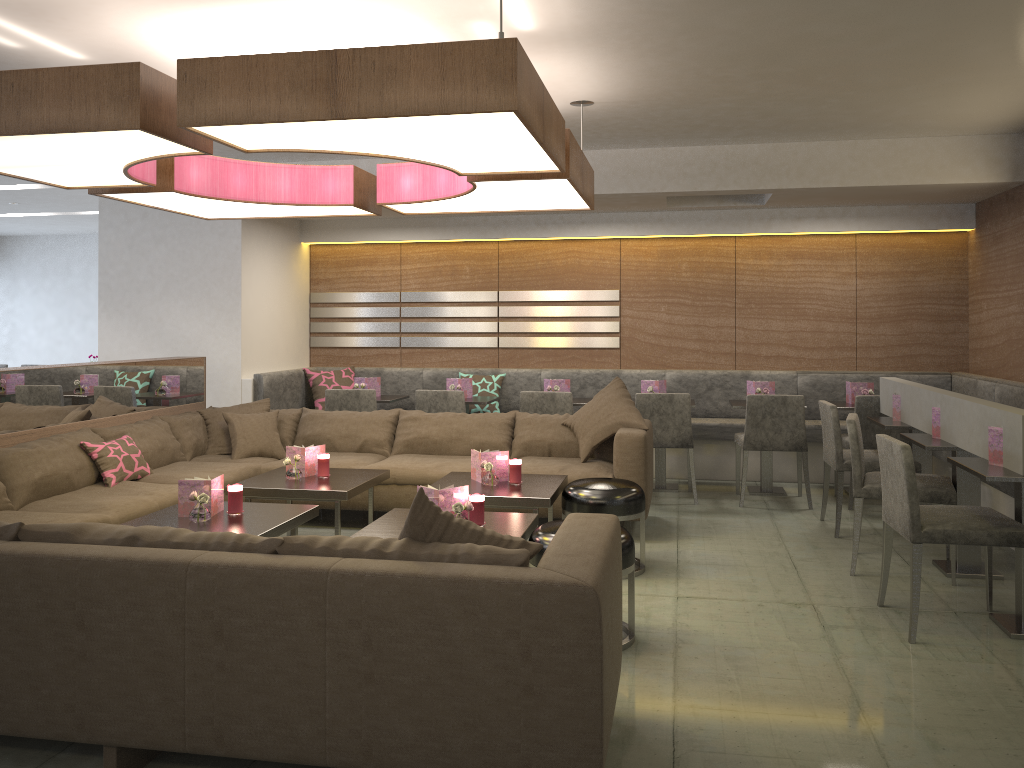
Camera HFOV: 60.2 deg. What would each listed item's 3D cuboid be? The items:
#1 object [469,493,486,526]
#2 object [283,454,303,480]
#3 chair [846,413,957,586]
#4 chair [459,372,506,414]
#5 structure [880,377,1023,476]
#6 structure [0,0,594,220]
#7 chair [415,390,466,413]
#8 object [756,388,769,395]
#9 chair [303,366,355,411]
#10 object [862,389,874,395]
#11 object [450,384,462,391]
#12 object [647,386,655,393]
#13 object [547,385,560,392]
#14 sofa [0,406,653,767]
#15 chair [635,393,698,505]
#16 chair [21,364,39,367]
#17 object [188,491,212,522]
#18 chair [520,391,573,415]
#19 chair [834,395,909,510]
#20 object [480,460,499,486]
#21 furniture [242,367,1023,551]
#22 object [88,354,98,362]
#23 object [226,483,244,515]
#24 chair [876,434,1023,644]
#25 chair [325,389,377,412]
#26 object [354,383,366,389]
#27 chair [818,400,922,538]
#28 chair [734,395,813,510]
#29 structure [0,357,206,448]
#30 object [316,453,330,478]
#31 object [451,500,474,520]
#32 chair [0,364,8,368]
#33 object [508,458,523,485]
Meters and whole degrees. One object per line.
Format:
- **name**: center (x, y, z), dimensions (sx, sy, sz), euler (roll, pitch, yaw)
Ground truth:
- **object**: center (-0.145, 0.517, 3.632), dimensions (0.075, 0.128, 0.075), euler (0, 1, -27)
- **object**: center (-1.172, 0.443, 4.733), dimensions (0.102, 0.132, 0.092), euler (-1, 1, -24)
- **chair**: center (1.962, 0.552, 4.474), dimensions (0.492, 0.762, 0.477), euler (0, 1, 23)
- **chair**: center (-0.275, 0.099, 7.603), dimensions (0.426, 0.395, 0.219), euler (0, 0, 12)
- **structure**: center (2.239, 0.154, 4.604), dimensions (0.095, 0.231, 2.493), euler (0, 4, 11)
- **structure**: center (-0.950, -1.244, 4.137), dimensions (2.446, 0.618, 2.446), euler (1, 4, 11)
- **chair**: center (-0.458, 0.412, 6.625), dimensions (0.477, 0.762, 0.492), euler (0, 1, 18)
- **object**: center (1.830, 0.085, 6.433), dimensions (0.106, 0.125, 0.093), euler (1, 1, 42)
- **chair**: center (-1.537, 0.064, 7.685), dimensions (0.491, 0.427, 0.295), euler (-1, 1, -36)
- **object**: center (2.523, 0.093, 6.305), dimensions (0.099, 0.125, 0.097), euler (0, 1, -19)
- **object**: center (-0.446, 0.059, 6.881), dimensions (0.092, 0.125, 0.110), euler (1, 2, 43)
- **object**: center (1.056, 0.076, 6.590), dimensions (0.095, 0.125, 0.105), euler (0, 1, 11)
- **object**: center (0.315, 0.068, 6.729), dimensions (0.094, 0.125, 0.101), euler (-1, 1, -25)
- **sofa**: center (-0.991, 0.619, 4.218), dimensions (3.179, 0.675, 3.773), euler (1, 4, 11)
- **chair**: center (1.068, 0.429, 6.318), dimensions (0.477, 0.762, 0.492), euler (0, 1, 7)
- **chair**: center (-5.854, 0.160, 10.506), dimensions (0.477, 0.762, 0.492), euler (0, 1, 16)
- **object**: center (-1.316, 0.513, 3.723), dimensions (0.095, 0.129, 0.101), euler (0, 1, -6)
- **chair**: center (0.292, 0.420, 6.474), dimensions (0.477, 0.762, 0.492), euler (0, 1, 13)
- **chair**: center (2.503, 0.443, 6.070), dimensions (0.477, 0.762, 0.492), euler (0, 1, 8)
- **object**: center (-0.112, 0.455, 4.548), dimensions (0.095, 0.129, 0.106), euler (-1, 1, -29)
- **furniture**: center (0.500, 0.435, 5.540), dimensions (5.646, 0.853, 4.264), euler (1, 4, 11)
- **object**: center (-4.704, -0.195, 9.914), dimensions (0.154, 0.276, 0.104), euler (0, 0, 8)
- **object**: center (-1.209, 0.503, 3.865), dimensions (0.075, 0.128, 0.075), euler (0, 1, -17)
- **chair**: center (1.798, 0.610, 3.626), dimensions (0.492, 0.762, 0.477), euler (0, 1, 8)
- **chair**: center (-1.181, 0.405, 6.751), dimensions (0.477, 0.762, 0.492), euler (0, 1, 3)
- **object**: center (-1.200, 0.052, 7.019), dimensions (0.107, 0.125, 0.094), euler (-1, 1, -36)
- **chair**: center (2.129, 0.496, 5.307), dimensions (0.492, 0.762, 0.477), euler (0, 1, 9)
- **chair**: center (1.810, 0.439, 6.156), dimensions (0.477, 0.762, 0.492), euler (0, 1, 10)
- **structure**: center (-2.676, 0.431, 4.555), dimensions (0.224, 1.006, 3.780), euler (0, 3, 11)
- **object**: center (-1.021, 0.440, 4.789), dimensions (0.075, 0.128, 0.075), euler (0, 1, -17)
- **object**: center (-0.180, 0.523, 3.569), dimensions (0.095, 0.125, 0.194), euler (1, 2, 42)
- **chair**: center (-6.388, 0.154, 10.617), dimensions (0.477, 0.762, 0.492), euler (0, 1, 6)
- **object**: center (0.018, 0.452, 4.583), dimensions (0.075, 0.128, 0.075), euler (0, 1, -27)
